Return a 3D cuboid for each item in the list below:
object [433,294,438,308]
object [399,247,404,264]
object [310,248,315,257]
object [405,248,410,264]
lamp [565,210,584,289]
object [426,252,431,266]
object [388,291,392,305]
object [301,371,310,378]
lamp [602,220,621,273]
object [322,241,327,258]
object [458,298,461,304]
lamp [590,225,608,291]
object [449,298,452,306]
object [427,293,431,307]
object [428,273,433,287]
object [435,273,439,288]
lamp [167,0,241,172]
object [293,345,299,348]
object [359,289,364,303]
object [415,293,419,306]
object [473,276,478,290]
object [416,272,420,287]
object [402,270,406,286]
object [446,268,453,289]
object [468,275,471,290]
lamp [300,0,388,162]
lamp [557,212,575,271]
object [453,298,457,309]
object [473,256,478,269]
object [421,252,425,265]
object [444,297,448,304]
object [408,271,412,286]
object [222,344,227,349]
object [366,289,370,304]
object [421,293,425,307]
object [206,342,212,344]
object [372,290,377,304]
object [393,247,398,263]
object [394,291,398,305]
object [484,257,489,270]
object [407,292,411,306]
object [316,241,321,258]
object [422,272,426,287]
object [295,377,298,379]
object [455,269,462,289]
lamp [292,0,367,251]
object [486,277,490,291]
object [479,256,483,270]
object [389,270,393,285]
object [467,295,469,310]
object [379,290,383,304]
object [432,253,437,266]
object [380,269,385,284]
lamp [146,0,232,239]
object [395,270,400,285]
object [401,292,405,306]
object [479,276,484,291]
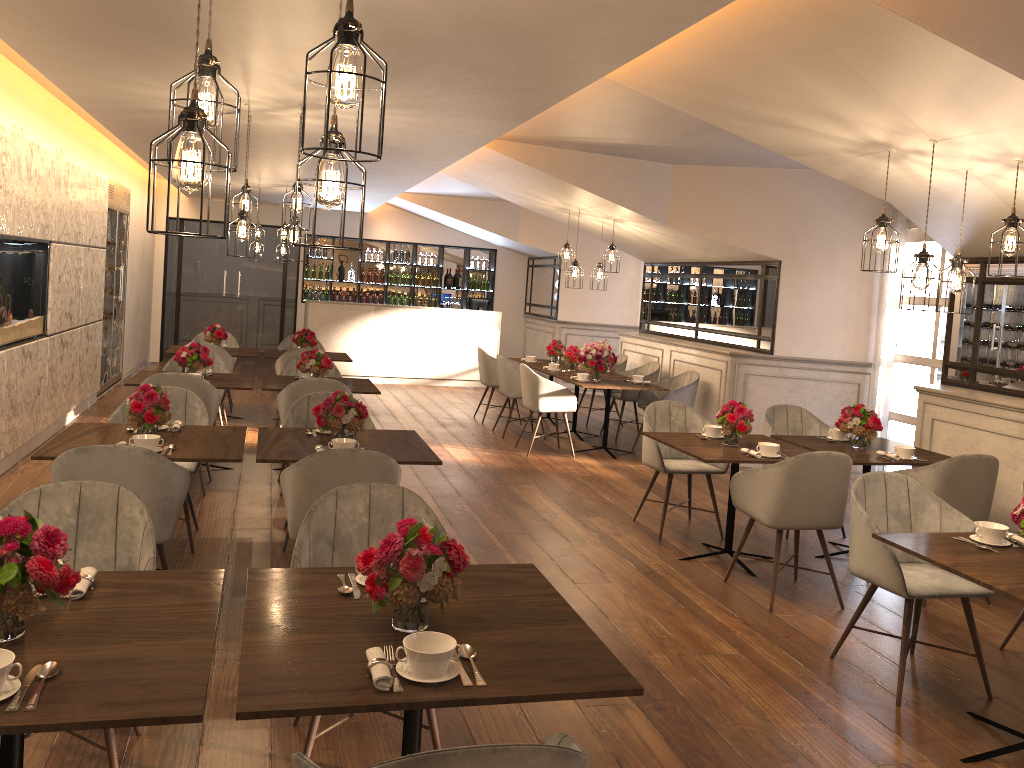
[{"bbox_3d":[-1.331,-1.448,15.443,0.065,0.261,0.066,2,4,-37],"label":"object"},{"bbox_3d":[-1.891,-2.221,15.201,0.075,0.309,0.075,4,3,-5],"label":"object"},{"bbox_3d":[-3.337,-2.276,14.802,0.075,0.309,0.075,4,3,10],"label":"object"},{"bbox_3d":[-1.791,-2.217,15.229,0.075,0.309,0.075,4,3,-5],"label":"object"},{"bbox_3d":[0.734,-2.053,9.440,0.175,2.064,0.176,3,3,-14],"label":"lamp"},{"bbox_3d":[-1.442,-2.166,15.328,0.070,0.235,0.041,3,3,-16],"label":"object"},{"bbox_3d":[-2.097,-1.477,15.231,0.065,0.261,0.066,2,4,-37],"label":"object"},{"bbox_3d":[-1.708,-0.083,7.473,0.148,0.072,0.148,7,6,27],"label":"object"},{"bbox_3d":[1.113,-2.209,9.322,0.175,2.064,0.176,3,3,-14],"label":"lamp"},{"bbox_3d":[-3.136,-2.268,14.858,0.075,0.309,0.075,6,4,31],"label":"object"},{"bbox_3d":[-0.928,-1.404,15.556,0.065,0.207,0.065,6,4,30],"label":"object"},{"bbox_3d":[1.014,-2.057,9.648,0.175,2.064,0.176,3,3,-14],"label":"lamp"},{"bbox_3d":[-1.078,-1.410,15.515,0.065,0.207,0.065,6,4,30],"label":"object"},{"bbox_3d":[-1.437,-1.452,15.413,0.065,0.261,0.066,2,4,-37],"label":"object"},{"bbox_3d":[-1.412,-1.812,15.394,0.065,0.261,0.066,2,4,-37],"label":"object"},{"bbox_3d":[-1.306,-1.808,15.424,0.065,0.261,0.066,2,4,-37],"label":"object"},{"bbox_3d":[-0.756,-1.606,2.311,0.175,2.064,0.176,3,3,-14],"label":"lamp"},{"bbox_3d":[-2.362,-0.396,9.878,0.148,0.072,0.149,5,6,7],"label":"object"},{"bbox_3d":[-2.562,-1.495,15.103,0.065,0.261,0.066,2,4,-37],"label":"object"},{"bbox_3d":[-1.650,-1.460,15.355,0.065,0.261,0.066,2,4,-37],"label":"object"},{"bbox_3d":[-0.640,-1.783,15.607,0.065,0.261,0.066,2,4,-37],"label":"object"},{"bbox_3d":[-1.625,-1.820,15.336,0.065,0.261,0.066,2,4,-37],"label":"object"},{"bbox_3d":[-1.860,-1.830,15.271,0.065,0.262,0.066,2,4,-37],"label":"object"},{"bbox_3d":[-1.088,-1.845,15.457,0.104,0.358,0.104,6,4,36],"label":"object"},{"bbox_3d":[-0.747,-1.788,15.578,0.065,0.262,0.066,2,4,-37],"label":"object"},{"bbox_3d":[-0.304,-1.527,1.886,0.175,2.064,0.176,3,3,-14],"label":"lamp"},{"bbox_3d":[0.661,-2.287,9.746,0.175,2.064,0.176,3,3,-14],"label":"lamp"},{"bbox_3d":[-1.003,-1.407,15.535,0.065,0.207,0.065,6,4,30],"label":"object"},{"bbox_3d":[-0.641,-2.135,15.549,0.070,0.235,0.041,3,3,-16],"label":"object"},{"bbox_3d":[-1.539,-2.169,15.302,0.070,0.235,0.041,3,3,-16],"label":"object"},{"bbox_3d":[-1.153,-1.412,15.494,0.065,0.207,0.065,6,4,30],"label":"object"},{"bbox_3d":[-1.753,-1.826,15.300,0.065,0.262,0.066,2,4,-37],"label":"object"},{"bbox_3d":[-3.138,-0.408,9.665,0.056,0.039,0.176,2,6,-15],"label":"object"},{"bbox_3d":[-2.456,-1.491,15.132,0.065,0.261,0.066,2,4,-37],"label":"object"},{"bbox_3d":[-1.544,-1.456,15.384,0.065,0.261,0.066,2,4,-37],"label":"object"},{"bbox_3d":[-3.246,-0.429,9.634,0.148,0.072,0.149,5,6,7],"label":"object"},{"bbox_3d":[-2.349,-1.487,15.162,0.065,0.261,0.066,2,4,-37],"label":"object"},{"bbox_3d":[-1.992,-2.224,15.173,0.075,0.309,0.075,5,3,17],"label":"object"},{"bbox_3d":[-1.991,-1.473,15.261,0.065,0.261,0.066,2,4,-37],"label":"object"},{"bbox_3d":[-0.448,-2.128,15.603,0.070,0.235,0.041,3,3,-16],"label":"object"},{"bbox_3d":[-1.778,-1.465,15.319,0.065,0.261,0.066,2,4,-37],"label":"object"},{"bbox_3d":[-3.236,-2.272,14.830,0.075,0.309,0.075,6,4,28],"label":"object"},{"bbox_3d":[-1.519,-1.816,15.365,0.065,0.261,0.066,2,4,-37],"label":"object"},{"bbox_3d":[-1.813,-0.056,7.425,0.043,0.015,0.198,2,7,-19],"label":"object"},{"bbox_3d":[-0.936,-1.841,15.496,0.104,0.358,0.104,5,3,12],"label":"object"},{"bbox_3d":[-0.403,-1.376,2.213,0.175,2.064,0.176,3,3,-14],"label":"lamp"},{"bbox_3d":[-0.427,-1.775,15.666,0.065,0.261,0.066,2,4,-37],"label":"object"},{"bbox_3d":[-0.544,-2.131,15.576,0.070,0.235,0.041,3,3,-16],"label":"object"},{"bbox_3d":[-2.073,-1.837,15.212,0.065,0.261,0.066,2,4,-37],"label":"object"},{"bbox_3d":[-0.771,-1.428,15.597,0.065,0.262,0.066,2,4,-37],"label":"object"},{"bbox_3d":[-2.243,-1.483,15.191,0.065,0.261,0.066,2,4,-37],"label":"object"},{"bbox_3d":[-1.345,-2.162,15.355,0.070,0.235,0.041,3,3,-16],"label":"object"},{"bbox_3d":[-2.218,-1.843,15.172,0.065,0.261,0.066,2,4,-37],"label":"object"},{"bbox_3d":[-0.683,-1.372,2.005,0.175,2.064,0.176,3,3,-14],"label":"lamp"},{"bbox_3d":[-1.966,-1.834,15.241,0.065,0.262,0.066,2,4,-37],"label":"object"},{"bbox_3d":[-1.885,-1.469,15.290,0.065,0.261,0.066,2,4,-37],"label":"object"},{"bbox_3d":[-0.534,-1.779,15.637,0.065,0.261,0.066,2,4,-37],"label":"object"}]
